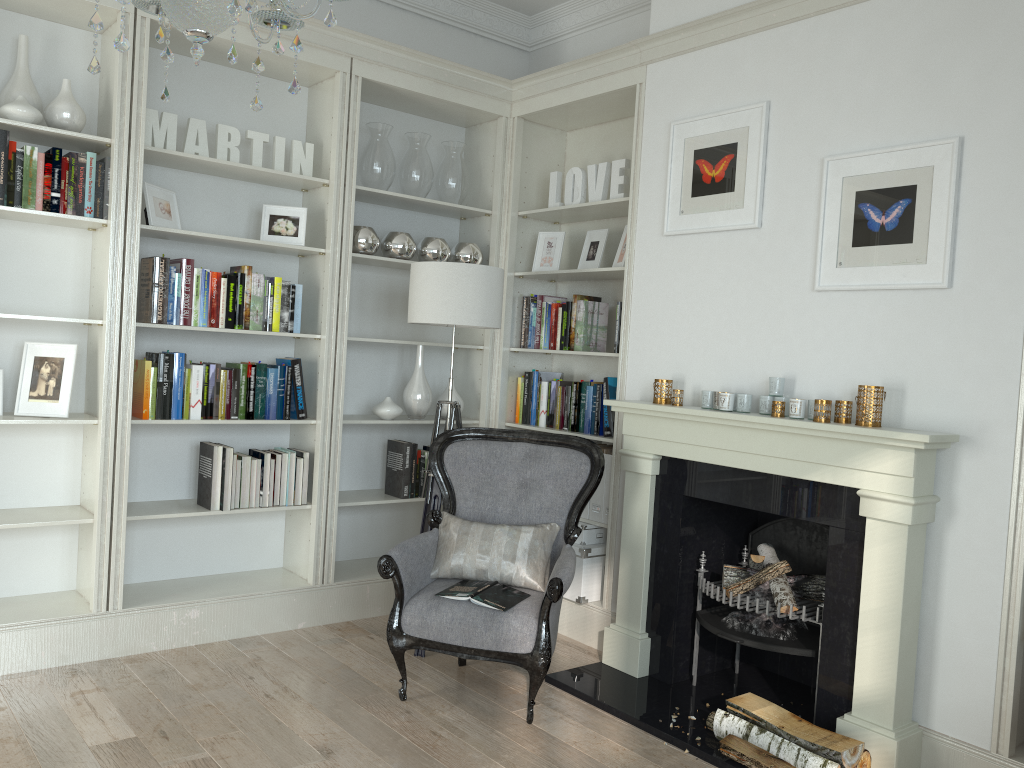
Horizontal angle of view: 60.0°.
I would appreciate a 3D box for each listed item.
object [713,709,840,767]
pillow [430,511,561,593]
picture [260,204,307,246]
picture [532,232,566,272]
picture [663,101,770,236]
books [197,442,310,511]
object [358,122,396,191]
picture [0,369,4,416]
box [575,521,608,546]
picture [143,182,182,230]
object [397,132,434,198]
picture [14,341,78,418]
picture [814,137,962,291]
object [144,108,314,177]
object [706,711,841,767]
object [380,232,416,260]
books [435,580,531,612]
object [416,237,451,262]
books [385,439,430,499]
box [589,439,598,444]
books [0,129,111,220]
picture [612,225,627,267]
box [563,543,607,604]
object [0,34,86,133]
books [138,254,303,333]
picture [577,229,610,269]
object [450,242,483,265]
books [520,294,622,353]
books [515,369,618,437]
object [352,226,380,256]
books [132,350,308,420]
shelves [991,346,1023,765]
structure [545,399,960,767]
[{"bbox_3d":[0.874,1.222,2.949,0.084,0.128,0.483,2,2,-37],"label":"object"},{"bbox_3d":[-0.086,0.690,3.635,0.547,0.263,0.210,4,2,12],"label":"pillow"},{"bbox_3d":[-1.074,-0.745,4.186,0.202,0.188,0.124,3,2,-9],"label":"picture"},{"bbox_3d":[0.201,-0.704,4.751,0.153,0.228,0.094,4,2,26],"label":"picture"},{"bbox_3d":[0.839,-0.883,3.700,0.024,0.496,0.494,2,2,-39],"label":"picture"},{"bbox_3d":[-1.205,0.424,4.162,0.465,0.291,0.205,2,2,-39],"label":"books"},{"bbox_3d":[-0.694,-1.148,4.575,0.193,0.362,0.193,5,2,34],"label":"object"},{"bbox_3d":[-2.155,0.028,3.544,0.206,0.192,0.124,2,2,-39],"label":"picture"},{"bbox_3d":[0.238,0.713,4.567,0.219,0.099,0.608,2,2,-39],"label":"box"},{"bbox_3d":[-1.543,-0.763,3.854,0.124,0.192,0.206,4,2,16],"label":"picture"},{"bbox_3d":[-0.511,-1.142,4.722,0.193,0.362,0.193,5,2,34],"label":"object"},{"bbox_3d":[-1.901,-0.019,3.633,0.202,0.300,0.124,3,2,-9],"label":"picture"},{"bbox_3d":[1.302,-0.580,3.112,0.024,0.496,0.494,2,2,-39],"label":"picture"},{"bbox_3d":[-1.274,-1.075,4.029,0.790,0.180,0.034,2,2,-39],"label":"object"},{"bbox_3d":[0.903,1.248,3.029,0.078,0.078,0.561,2,2,-38],"label":"object"},{"bbox_3d":[-0.583,-0.702,4.545,0.185,0.140,0.185,3,2,-19],"label":"object"},{"bbox_3d":[-0.111,0.806,3.431,0.304,0.046,0.224,4,2,26],"label":"books"},{"bbox_3d":[-0.415,-0.696,4.680,0.185,0.140,0.185,3,2,-19],"label":"object"},{"bbox_3d":[-0.441,0.450,4.797,0.465,0.291,0.205,2,2,-39],"label":"books"},{"bbox_3d":[0.296,0.345,4.685,0.264,0.126,0.179,2,2,-39],"label":"box"},{"bbox_3d":[-1.859,-0.824,3.537,0.465,0.291,0.205,2,2,-39],"label":"books"},{"bbox_3d":[0.559,-0.667,4.304,0.094,0.228,0.153,3,2,-14],"label":"picture"},{"bbox_3d":[0.249,0.892,4.585,0.374,0.264,0.734,2,2,-39],"label":"box"},{"bbox_3d":[-1.911,-1.205,3.565,0.316,0.397,0.319,5,2,40],"label":"object"},{"bbox_3d":[-1.313,-0.404,4.048,0.691,0.301,0.201,2,2,-38],"label":"books"},{"bbox_3d":[0.426,-0.685,4.576,0.094,0.228,0.153,2,2,-39],"label":"picture"},{"bbox_3d":[-0.248,-0.691,4.815,0.185,0.140,0.185,3,2,-19],"label":"object"},{"bbox_3d":[0.405,-0.316,4.583,0.209,0.301,0.919,2,2,-38],"label":"books"},{"bbox_3d":[0.336,0.091,4.629,0.215,0.302,0.763,2,2,-38],"label":"books"},{"bbox_3d":[-0.750,-0.708,4.409,0.185,0.140,0.185,3,2,-19],"label":"object"},{"bbox_3d":[-1.321,0.007,4.071,0.762,0.302,0.207,2,2,-38],"label":"books"},{"bbox_3d":[2.047,-0.047,2.498,0.399,2.523,0.992,2,2,-39],"label":"shelves"},{"bbox_3d":[0.999,0.713,3.478,1.026,1.191,1.432,2,2,-39],"label":"structure"}]
